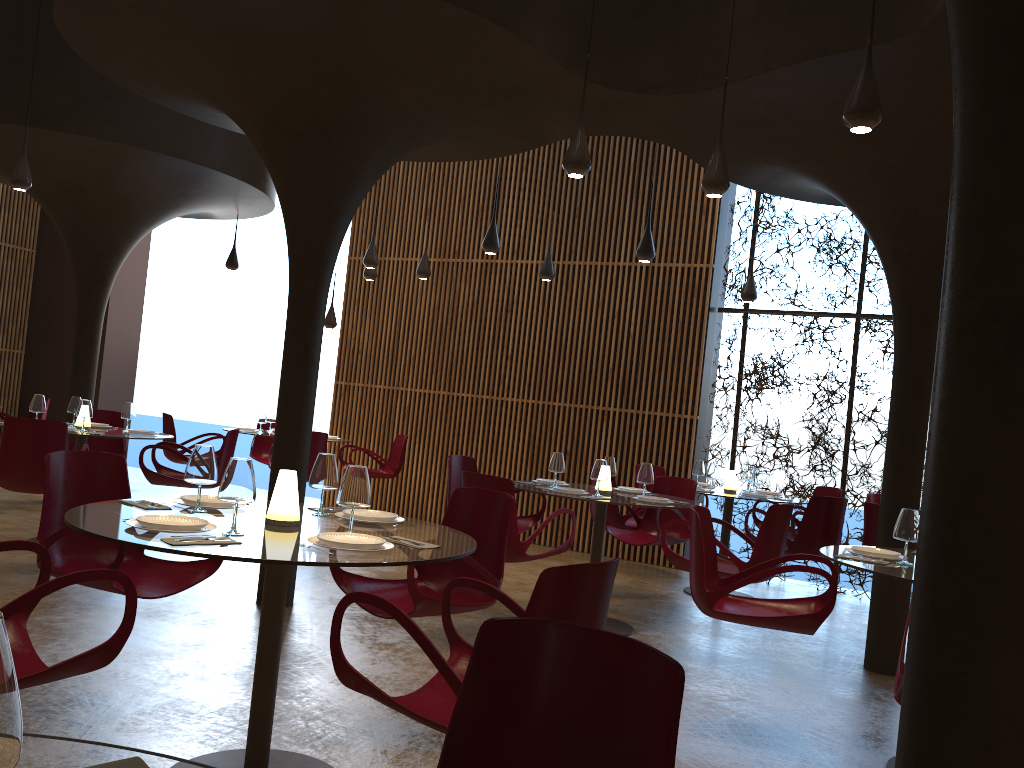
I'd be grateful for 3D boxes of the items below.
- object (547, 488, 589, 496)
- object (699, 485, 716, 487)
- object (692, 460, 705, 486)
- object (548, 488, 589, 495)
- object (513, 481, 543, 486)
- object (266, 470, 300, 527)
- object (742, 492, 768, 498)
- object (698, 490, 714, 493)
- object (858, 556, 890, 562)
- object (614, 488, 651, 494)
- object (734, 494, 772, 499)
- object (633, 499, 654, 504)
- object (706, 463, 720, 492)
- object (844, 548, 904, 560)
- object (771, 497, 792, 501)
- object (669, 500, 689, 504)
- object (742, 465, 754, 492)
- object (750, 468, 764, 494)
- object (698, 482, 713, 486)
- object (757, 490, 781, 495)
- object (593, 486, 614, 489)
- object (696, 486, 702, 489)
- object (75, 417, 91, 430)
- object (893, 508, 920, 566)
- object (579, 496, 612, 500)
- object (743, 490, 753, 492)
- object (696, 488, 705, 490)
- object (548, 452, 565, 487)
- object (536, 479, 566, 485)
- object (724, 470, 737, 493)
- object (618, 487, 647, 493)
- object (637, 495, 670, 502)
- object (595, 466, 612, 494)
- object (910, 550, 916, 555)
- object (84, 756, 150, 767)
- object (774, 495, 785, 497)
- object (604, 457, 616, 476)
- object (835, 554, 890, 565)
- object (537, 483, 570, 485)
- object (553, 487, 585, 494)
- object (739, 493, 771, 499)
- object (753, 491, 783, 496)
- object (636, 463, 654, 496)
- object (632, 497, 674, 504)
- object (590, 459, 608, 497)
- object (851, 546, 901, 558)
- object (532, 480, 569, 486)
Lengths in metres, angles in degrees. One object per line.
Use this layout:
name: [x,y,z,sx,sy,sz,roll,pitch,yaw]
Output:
object: [0.450,0.865,7.103,0.410,0.012,0.205,4,-3,42]
object: [2.159,1.154,10.107,0.331,0.014,0.332,6,-2,7]
object: [2.081,1.000,9.895,0.142,0.295,0.142,6,-1,25]
object: [0.454,0.864,7.101,0.332,0.014,0.331,7,-2,-34]
object: [0.131,0.856,7.628,0.261,0.017,0.126,4,-3,41]
object: [-0.971,0.486,3.797,0.144,0.232,0.142,6,-1,1]
object: [2.485,1.142,9.084,0.263,0.029,0.263,5,-2,19]
object: [1.939,1.102,9.110,0.262,0.017,0.126,7,-2,-14]
object: [2.033,0.956,4.965,0.204,0.012,0.411,5,-2,27]
object: [1.076,0.960,7.940,0.332,0.014,0.331,8,-3,-38]
object: [2.480,1.152,9.081,0.411,0.012,0.204,7,-2,-27]
object: [1.131,0.937,7.117,0.204,0.012,0.411,5,-2,33]
object: [2.104,0.981,9.297,0.142,0.295,0.142,5,-1,42]
object: [2.032,0.954,4.960,0.331,0.014,0.332,6,-2,15]
object: [2.767,1.192,9.186,0.126,0.017,0.262,7,-2,-23]
object: [1.326,0.973,7.352,0.261,0.017,0.126,5,-3,37]
object: [2.646,1.061,9.921,0.142,0.295,0.142,5,-1,38]
object: [2.575,1.031,9.305,0.142,0.295,0.142,6,-1,-24]
object: [2.160,1.144,10.108,0.263,0.029,0.263,6,-2,-3]
object: [2.843,1.206,9.821,0.263,0.029,0.263,7,-2,-27]
object: [0.866,0.953,8.157,0.126,0.017,0.262,4,-3,43]
object: [1.887,1.090,9.408,0.263,0.029,0.263,7,-2,-13]
object: [-4.164,0.321,8.622,0.144,0.232,0.142,6,-1,19]
object: [2.113,0.817,4.738,0.142,0.295,0.142,6,-1,19]
object: [0.647,0.883,6.870,0.262,0.017,0.126,8,-3,-44]
object: [2.768,1.226,10.114,0.262,0.017,0.126,7,-2,-17]
object: [1.886,1.099,9.408,0.331,0.014,0.332,5,-3,35]
object: [0.383,0.737,7.614,0.142,0.295,0.142,6,-1,18]
object: [0.343,0.869,7.845,0.263,0.029,0.263,5,-2,35]
object: [2.374,1.051,9.600,0.144,0.232,0.142,6,-1,-9]
object: [1.077,0.951,7.940,0.263,0.029,0.263,5,-2,27]
object: [1.134,0.927,7.121,0.263,0.029,0.263,5,-2,27]
object: [0.782,0.806,7.508,0.144,0.232,0.142,6,-1,-19]
object: [2.494,1.025,5.360,0.126,0.017,0.262,5,-2,33]
object: [-0.597,0.545,1.174,0.126,0.017,0.262,4,-3,41]
object: [2.844,1.217,9.817,0.204,0.012,0.410,7,-2,-22]
object: [0.859,0.799,7.921,0.142,0.295,0.142,6,-1,-26]
object: [1.861,0.934,4.711,0.261,0.017,0.126,5,-2,31]
object: [0.344,0.880,7.848,0.204,0.012,0.411,5,-3,37]
object: [0.455,0.854,7.101,0.263,0.029,0.263,8,-3,-40]
object: [2.484,1.151,9.083,0.331,0.014,0.332,5,-2,19]
object: [2.842,1.216,9.821,0.331,0.014,0.332,5,-2,18]
object: [1.104,0.804,7.351,0.142,0.295,0.142,6,-1,13]
object: [1.133,0.937,7.121,0.331,0.014,0.332,6,-2,8]
object: [0.700,0.752,7.107,0.142,0.295,0.142,6,-1,0]
object: [2.033,0.944,4.960,0.263,0.029,0.263,5,-2,31]
object: [0.342,0.879,7.844,0.331,0.014,0.332,5,-2,19]
